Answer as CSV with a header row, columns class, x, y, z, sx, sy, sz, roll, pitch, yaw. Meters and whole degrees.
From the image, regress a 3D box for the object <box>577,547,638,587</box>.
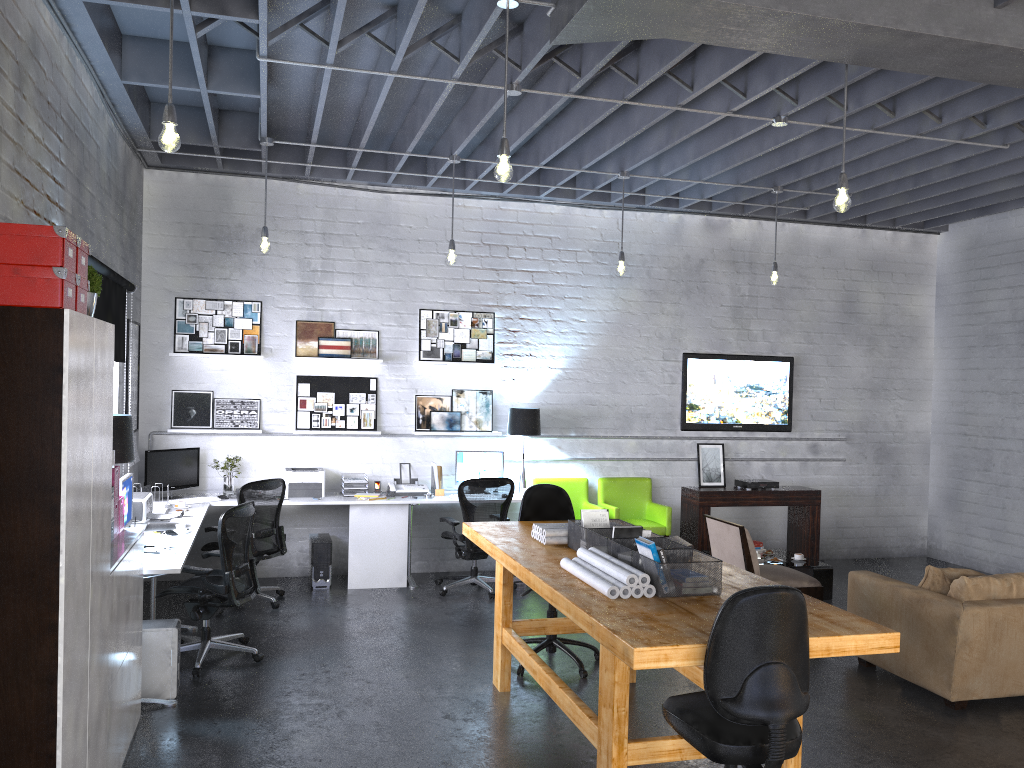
class,x,y,z,sx,sy,sz,roll,pitch,yaw
object,0.438,0.854,4.166,0.057,0.057,0.635,1,0,-16

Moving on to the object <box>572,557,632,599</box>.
class,x,y,z,sx,sy,sz,roll,pitch,yaw
object,0.409,0.903,4.159,0.058,0.057,0.635,1,0,-16

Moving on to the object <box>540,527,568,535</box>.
class,x,y,z,sx,sy,sz,roll,pitch,yaw
object,0.417,0.858,5.191,0.519,0.047,0.046,1,0,-16

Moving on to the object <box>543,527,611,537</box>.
class,x,y,z,sx,sy,sz,roll,pitch,yaw
object,0.432,0.859,5.138,0.519,0.047,0.046,1,0,-18

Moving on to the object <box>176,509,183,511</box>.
class,x,y,z,sx,sy,sz,roll,pitch,yaw
object,-2.594,0.987,6.923,0.057,0.013,0.013,1,0,-24

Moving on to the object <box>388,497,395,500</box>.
class,x,y,z,sx,sy,sz,roll,pitch,yaw
object,-1.084,1.029,7.970,0.008,0.007,0.141,2,0,19

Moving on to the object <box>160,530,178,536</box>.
class,x,y,z,sx,sy,sz,roll,pitch,yaw
object,-2.271,0.984,5.874,0.114,0.036,0.058,1,0,-26

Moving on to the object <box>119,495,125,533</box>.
class,x,y,z,sx,sy,sz,roll,pitch,yaw
object,-2.151,0.681,4.631,0.214,0.177,0.161,1,1,-15

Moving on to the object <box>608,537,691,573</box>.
class,x,y,z,sx,sy,sz,roll,pitch,yaw
object,0.669,0.860,4.358,0.316,0.156,0.306,1,0,-16

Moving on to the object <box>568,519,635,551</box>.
class,x,y,z,sx,sy,sz,roll,pitch,yaw
object,0.505,0.856,4.951,0.316,0.156,0.306,1,0,-16

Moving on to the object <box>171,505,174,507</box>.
class,x,y,z,sx,sy,sz,roll,pitch,yaw
object,-2.764,0.979,7.086,0.138,0.020,0.030,1,0,-10

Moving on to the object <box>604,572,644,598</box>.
class,x,y,z,sx,sy,sz,roll,pitch,yaw
object,0.464,0.904,4.175,0.057,0.058,0.635,1,0,-16

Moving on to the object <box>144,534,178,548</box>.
class,x,y,z,sx,sy,sz,roll,pitch,yaw
object,-2.216,0.990,5.584,0.181,0.028,0.422,1,0,-26

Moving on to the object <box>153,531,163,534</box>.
class,x,y,z,sx,sy,sz,roll,pitch,yaw
object,-2.361,0.992,5.931,0.076,0.016,0.017,1,0,-26

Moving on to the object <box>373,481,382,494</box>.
class,x,y,z,sx,sy,sz,roll,pitch,yaw
object,-1.257,0.966,8.292,0.093,0.116,0.067,1,1,-16

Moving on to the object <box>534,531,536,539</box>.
class,x,y,z,sx,sy,sz,roll,pitch,yaw
object,0.385,0.898,5.303,0.519,0.047,0.047,1,0,-16

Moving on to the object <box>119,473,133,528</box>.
class,x,y,z,sx,sy,sz,roll,pitch,yaw
object,-2.482,0.788,5.544,0.212,0.417,0.465,1,0,-16

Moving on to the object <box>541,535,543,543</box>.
class,x,y,z,sx,sy,sz,roll,pitch,yaw
object,0.422,0.899,5.169,0.519,0.047,0.047,1,0,-16

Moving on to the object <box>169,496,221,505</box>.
class,x,y,z,sx,sy,sz,roll,pitch,yaw
object,-2.666,0.978,7.445,0.181,0.028,0.422,2,0,34

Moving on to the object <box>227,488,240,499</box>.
class,x,y,z,sx,sy,sz,roll,pitch,yaw
object,-2.278,0.961,7.732,0.411,0.081,0.279,2,0,44

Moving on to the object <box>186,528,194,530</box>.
class,x,y,z,sx,sy,sz,roll,pitch,yaw
object,-2.193,0.992,6.063,0.025,0.021,0.119,2,0,11

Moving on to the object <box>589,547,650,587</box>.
class,x,y,z,sx,sy,sz,roll,pitch,yaw
object,0.493,0.856,4.182,0.057,0.057,0.635,1,0,-16

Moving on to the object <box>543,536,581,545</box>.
class,x,y,z,sx,sy,sz,roll,pitch,yaw
object,0.435,0.899,5.124,0.519,0.047,0.047,1,0,-16

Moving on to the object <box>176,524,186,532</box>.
class,x,y,z,sx,sy,sz,roll,pitch,yaw
object,-2.227,0.971,5.981,0.062,0.049,0.078,2,0,45

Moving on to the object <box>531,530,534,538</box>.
class,x,y,z,sx,sy,sz,roll,pitch,yaw
object,0.372,0.898,5.349,0.519,0.047,0.047,1,0,-16

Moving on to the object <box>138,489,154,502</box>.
class,x,y,z,sx,sy,sz,roll,pitch,yaw
object,-2.975,0.913,7.185,0.155,0.141,0.088,1,1,-1

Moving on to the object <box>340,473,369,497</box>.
class,x,y,z,sx,sy,sz,roll,pitch,yaw
object,-1.456,0.933,8.192,0.229,0.181,0.316,1,0,-16

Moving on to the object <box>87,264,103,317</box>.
class,x,y,z,sx,sy,sz,roll,pitch,yaw
object,-1.721,-0.365,3.532,0.169,0.240,0.171,1,1,-16

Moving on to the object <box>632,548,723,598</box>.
class,x,y,z,sx,sy,sz,roll,pitch,yaw
object,0.752,0.862,4.062,0.316,0.156,0.306,1,0,-16

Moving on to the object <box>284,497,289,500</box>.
class,x,y,z,sx,sy,sz,roll,pitch,yaw
object,-2.022,0.998,7.762,0.103,0.021,0.131,1,0,-36

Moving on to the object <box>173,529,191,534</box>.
class,x,y,z,sx,sy,sz,roll,pitch,yaw
object,-2.233,0.995,5.976,0.119,0.016,0.119,1,0,2

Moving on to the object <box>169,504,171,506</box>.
class,x,y,z,sx,sy,sz,roll,pitch,yaw
object,-2.802,0.982,7.199,0.048,0.012,0.111,1,0,-36

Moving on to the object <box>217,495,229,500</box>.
class,x,y,z,sx,sy,sz,roll,pitch,yaw
object,-2.509,0.978,7.685,0.114,0.036,0.058,2,0,24

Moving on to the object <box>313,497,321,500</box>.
class,x,y,z,sx,sy,sz,roll,pitch,yaw
object,-1.719,1.008,7.808,0.075,0.016,0.017,2,0,9

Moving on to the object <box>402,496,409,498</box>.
class,x,y,z,sx,sy,sz,roll,pitch,yaw
object,-0.976,1.028,8.071,0.011,0.011,0.125,2,0,23

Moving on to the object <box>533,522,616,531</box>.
class,x,y,z,sx,sy,sz,roll,pitch,yaw
object,0.380,0.857,5.326,0.519,0.047,0.046,1,0,-16

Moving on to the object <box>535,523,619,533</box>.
class,x,y,z,sx,sy,sz,roll,pitch,yaw
object,0.392,0.858,5.280,0.519,0.047,0.046,1,0,-16

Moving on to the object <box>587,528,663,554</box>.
class,x,y,z,sx,sy,sz,roll,pitch,yaw
object,0.587,0.858,4.654,0.316,0.156,0.306,1,0,-16

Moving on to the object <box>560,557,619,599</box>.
class,x,y,z,sx,sy,sz,roll,pitch,yaw
object,0.354,0.901,4.144,0.057,0.058,0.635,1,0,-16

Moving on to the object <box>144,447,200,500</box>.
class,x,y,z,sx,sy,sz,roll,pitch,yaw
object,-2.935,0.771,7.635,0.147,0.427,0.560,2,0,21

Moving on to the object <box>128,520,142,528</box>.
class,x,y,z,sx,sy,sz,roll,pitch,yaw
object,-2.503,0.951,5.848,0.082,0.090,0.090,2,1,9

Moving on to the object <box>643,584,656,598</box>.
class,x,y,z,sx,sy,sz,roll,pitch,yaw
object,0.519,0.906,4.190,0.058,0.057,0.635,1,0,-16

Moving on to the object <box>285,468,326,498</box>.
class,x,y,z,sx,sy,sz,roll,pitch,yaw
object,-1.889,0.894,8.077,0.351,0.235,0.350,1,0,-16

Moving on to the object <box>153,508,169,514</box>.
class,x,y,z,sx,sy,sz,roll,pitch,yaw
object,-2.754,0.957,6.548,0.392,0.064,0.259,1,0,-16

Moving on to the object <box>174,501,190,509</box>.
class,x,y,z,sx,sy,sz,roll,pitch,yaw
object,-2.645,0.967,7.105,0.130,0.049,0.130,1,0,1

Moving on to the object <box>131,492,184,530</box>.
class,x,y,z,sx,sy,sz,roll,pitch,yaw
object,-2.542,0.880,6.163,0.485,0.230,0.420,1,0,-16

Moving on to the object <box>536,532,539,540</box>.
class,x,y,z,sx,sy,sz,roll,pitch,yaw
object,0.397,0.898,5.259,0.519,0.047,0.047,1,0,-16

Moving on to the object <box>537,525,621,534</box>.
class,x,y,z,sx,sy,sz,roll,pitch,yaw
object,0.404,0.858,5.236,0.519,0.047,0.046,1,0,-16

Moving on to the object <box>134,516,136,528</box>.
class,x,y,z,sx,sy,sz,roll,pitch,yaw
object,-2.481,0.934,5.834,0.013,0.124,0.006,1,1,-41

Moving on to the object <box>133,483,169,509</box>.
class,x,y,z,sx,sy,sz,roll,pitch,yaw
object,-2.838,0.885,6.875,0.324,0.208,0.233,1,0,-16

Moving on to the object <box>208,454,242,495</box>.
class,x,y,z,sx,sy,sz,roll,pitch,yaw
object,-2.545,0.813,7.927,0.271,0.363,0.297,2,1,29

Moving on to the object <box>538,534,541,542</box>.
class,x,y,z,sx,sy,sz,roll,pitch,yaw
object,0.410,0.898,5.214,0.519,0.047,0.047,1,0,-16

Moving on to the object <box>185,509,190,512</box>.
class,x,y,z,sx,sy,sz,roll,pitch,yaw
object,-2.549,0.985,6.931,0.071,0.020,0.058,2,0,39
